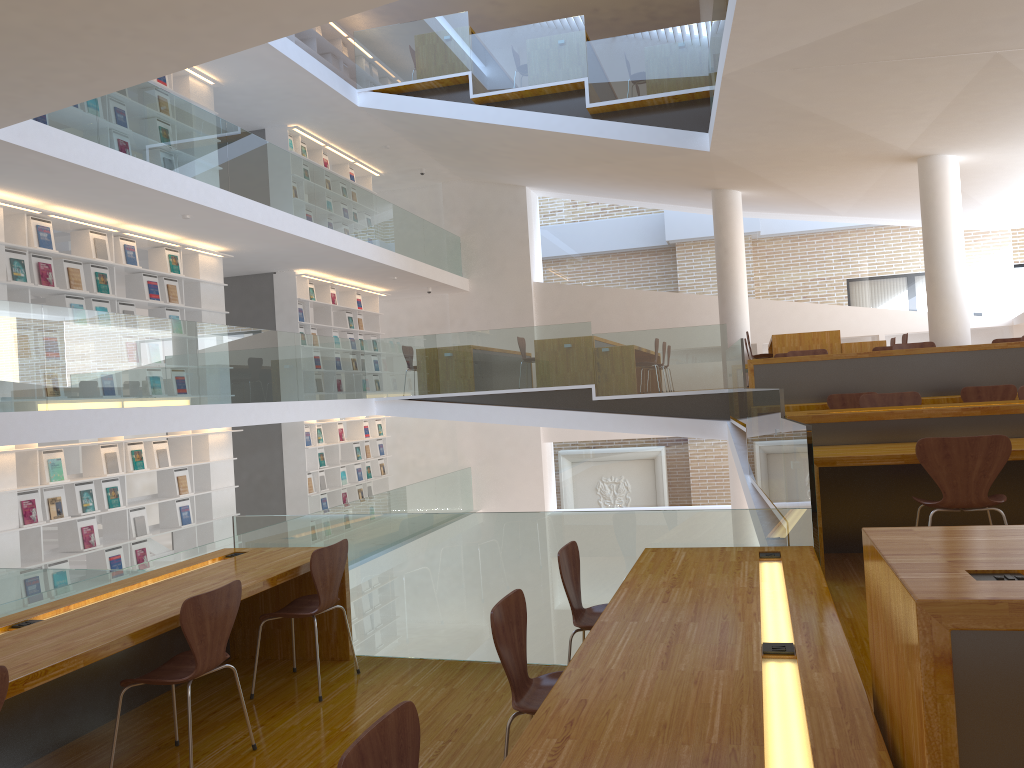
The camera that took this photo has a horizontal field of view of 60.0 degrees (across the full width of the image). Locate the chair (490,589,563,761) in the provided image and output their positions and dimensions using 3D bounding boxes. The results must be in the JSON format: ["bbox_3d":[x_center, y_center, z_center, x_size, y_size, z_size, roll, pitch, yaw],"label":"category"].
[{"bbox_3d":[0.166,1.040,2.857,0.381,0.693,0.428,-4,-1,15],"label":"chair"}]

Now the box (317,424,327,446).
[{"bbox_3d":[-2.861,0.739,12.781,0.274,0.296,0.245,-4,-1,15],"label":"box"}]

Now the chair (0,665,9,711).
[{"bbox_3d":[-1.614,1.138,2.354,0.381,0.693,0.428,-4,-1,15],"label":"chair"}]

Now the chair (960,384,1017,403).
[{"bbox_3d":[3.693,0.357,6.909,0.428,0.693,0.381,-4,-1,15],"label":"chair"}]

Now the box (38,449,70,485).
[{"bbox_3d":[-4.135,0.735,7.879,0.274,0.296,0.245,-4,-1,15],"label":"box"}]

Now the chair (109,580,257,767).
[{"bbox_3d":[-1.282,1.135,3.423,0.381,0.693,0.428,-4,-1,15],"label":"chair"}]

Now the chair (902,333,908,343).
[{"bbox_3d":[4.659,-0.260,10.871,0.381,0.693,0.428,-4,-1,15],"label":"chair"}]

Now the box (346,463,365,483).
[{"bbox_3d":[-2.496,1.394,13.965,0.274,0.296,0.245,-4,-1,15],"label":"box"}]

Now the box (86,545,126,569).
[{"bbox_3d":[-3.893,1.720,8.537,0.274,0.296,0.245,-4,-1,15],"label":"box"}]

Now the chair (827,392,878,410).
[{"bbox_3d":[2.757,0.417,7.164,0.428,0.693,0.381,-4,-1,15],"label":"chair"}]

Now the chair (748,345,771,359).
[{"bbox_3d":[3.359,-0.311,11.867,0.381,0.693,0.428,-4,-1,15],"label":"chair"}]

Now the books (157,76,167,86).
[{"bbox_3d":[-3.808,-3.319,9.629,0.037,0.210,0.145,-4,-1,15],"label":"books"}]

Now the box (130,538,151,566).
[{"bbox_3d":[-3.794,1.719,8.899,0.274,0.296,0.245,-4,-1,15],"label":"box"}]

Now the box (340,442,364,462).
[{"bbox_3d":[-2.515,1.066,13.970,0.274,0.296,0.245,-4,-1,15],"label":"box"}]

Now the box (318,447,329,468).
[{"bbox_3d":[-2.835,1.061,12.799,0.274,0.296,0.245,-4,-1,15],"label":"box"}]

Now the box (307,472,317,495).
[{"bbox_3d":[-2.921,1.394,12.409,0.274,0.296,0.245,-4,-1,15],"label":"box"}]

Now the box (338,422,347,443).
[{"bbox_3d":[-2.680,0.737,13.434,0.274,0.296,0.245,-4,-1,15],"label":"box"}]

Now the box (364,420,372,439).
[{"bbox_3d":[-2.439,0.738,14.324,0.274,0.296,0.245,-4,-1,15],"label":"box"}]

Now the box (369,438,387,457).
[{"bbox_3d":[-2.282,1.065,14.826,0.274,0.296,0.245,-4,-1,15],"label":"box"}]

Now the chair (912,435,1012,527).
[{"bbox_3d":[2.070,0.577,4.104,0.428,0.693,0.381,-4,-1,15],"label":"chair"}]

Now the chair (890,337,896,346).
[{"bbox_3d":[4.915,-0.260,11.808,0.381,0.693,0.428,-4,-1,15],"label":"chair"}]

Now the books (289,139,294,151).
[{"bbox_3d":[-3.111,-3.335,12.427,0.037,0.210,0.145,-4,-1,15],"label":"books"}]

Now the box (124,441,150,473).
[{"bbox_3d":[-3.850,0.735,8.924,0.274,0.296,0.245,-4,-1,15],"label":"box"}]

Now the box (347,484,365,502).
[{"bbox_3d":[-2.473,1.722,13.972,0.274,0.296,0.245,-4,-1,15],"label":"box"}]

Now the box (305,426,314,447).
[{"bbox_3d":[-2.959,0.741,12.421,0.274,0.296,0.245,-4,-1,15],"label":"box"}]

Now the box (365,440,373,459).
[{"bbox_3d":[-2.420,1.065,14.319,0.274,0.296,0.245,-4,-1,15],"label":"box"}]

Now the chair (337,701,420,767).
[{"bbox_3d":[-0.092,1.038,1.768,0.381,0.693,0.428,-4,-1,15],"label":"chair"}]

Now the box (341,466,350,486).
[{"bbox_3d":[-2.638,1.394,13.446,0.274,0.296,0.245,-4,-1,15],"label":"box"}]

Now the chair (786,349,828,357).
[{"bbox_3d":[2.886,0.009,8.582,0.428,0.693,0.381,-4,-1,15],"label":"chair"}]

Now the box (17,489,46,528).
[{"bbox_3d":[-4.196,1.062,7.580,0.274,0.296,0.245,-4,-1,15],"label":"box"}]

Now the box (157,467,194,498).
[{"bbox_3d":[-3.644,1.063,9.601,0.274,0.296,0.245,-4,-1,15],"label":"box"}]

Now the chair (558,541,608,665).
[{"bbox_3d":[0.422,1.040,3.794,0.381,0.693,0.428,-4,-1,15],"label":"chair"}]

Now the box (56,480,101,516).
[{"bbox_3d":[-4.022,1.056,8.219,0.274,0.296,0.245,-4,-1,15],"label":"box"}]

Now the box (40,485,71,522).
[{"bbox_3d":[-4.128,1.064,7.877,0.274,0.296,0.245,-4,-1,15],"label":"box"}]

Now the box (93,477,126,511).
[{"bbox_3d":[-3.930,1.063,8.552,0.274,0.296,0.245,-4,-1,15],"label":"box"}]

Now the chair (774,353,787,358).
[{"bbox_3d":[3.012,0.016,9.466,0.428,0.693,0.381,-4,-1,15],"label":"chair"}]

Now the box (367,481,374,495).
[{"bbox_3d":[-2.378,1.722,14.318,0.274,0.296,0.245,-4,-1,15],"label":"box"}]

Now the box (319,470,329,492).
[{"bbox_3d":[-2.822,1.394,12.772,0.274,0.296,0.245,-4,-1,15],"label":"box"}]

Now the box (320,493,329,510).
[{"bbox_3d":[-2.792,1.722,12.804,0.274,0.296,0.245,-4,-1,15],"label":"box"}]

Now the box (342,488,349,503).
[{"bbox_3d":[-2.622,1.722,13.427,0.274,0.296,0.245,-4,-1,15],"label":"box"}]

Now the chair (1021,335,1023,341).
[{"bbox_3d":[4.876,-0.119,7.999,0.428,0.693,0.381,-4,-1,15],"label":"chair"}]

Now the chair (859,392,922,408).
[{"bbox_3d":[2.532,0.405,5.835,0.428,0.693,0.381,-4,-1,15],"label":"chair"}]

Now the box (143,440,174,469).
[{"bbox_3d":[-4.545,2.476,5.949,0.498,3.764,7.125,-4,-1,15],"label":"box"}]

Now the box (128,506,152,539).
[{"bbox_3d":[-3.815,1.391,8.899,0.274,0.296,0.245,-4,-1,15],"label":"box"}]

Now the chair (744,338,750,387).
[{"bbox_3d":[3.500,-0.308,12.537,0.381,0.693,0.428,-4,-1,15],"label":"chair"}]

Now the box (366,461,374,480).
[{"bbox_3d":[-2.403,1.394,14.304,0.274,0.296,0.245,-4,-1,15],"label":"box"}]

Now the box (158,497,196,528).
[{"bbox_3d":[-3.624,1.391,9.597,0.274,0.296,0.245,-4,-1,15],"label":"box"}]

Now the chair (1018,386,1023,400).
[{"bbox_3d":[3.467,0.346,5.580,0.428,0.693,0.381,-4,-1,15],"label":"chair"}]

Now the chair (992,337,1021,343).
[{"bbox_3d":[5.035,-0.113,8.953,0.428,0.693,0.381,-4,-1,15],"label":"chair"}]

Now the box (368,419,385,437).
[{"bbox_3d":[-2.301,0.738,14.831,0.274,0.296,0.245,-4,-1,15],"label":"box"}]

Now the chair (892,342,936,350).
[{"bbox_3d":[3.821,-0.051,8.327,0.428,0.693,0.381,-4,-1,15],"label":"chair"}]

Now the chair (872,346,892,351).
[{"bbox_3d":[3.948,-0.044,9.211,0.428,0.693,0.381,-4,-1,15],"label":"chair"}]

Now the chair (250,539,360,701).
[{"bbox_3d":[-1.026,1.135,4.360,0.381,0.693,0.428,-4,-1,15],"label":"chair"}]

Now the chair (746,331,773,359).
[{"bbox_3d":[3.103,-0.311,10.930,0.381,0.693,0.428,-4,-1,15],"label":"chair"}]

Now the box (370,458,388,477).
[{"bbox_3d":[-2.259,1.393,14.833,0.274,0.296,0.245,-4,-1,15],"label":"box"}]

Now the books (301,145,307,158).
[{"bbox_3d":[-3.005,-3.331,12.814,0.037,0.210,0.145,-4,-1,15],"label":"books"}]

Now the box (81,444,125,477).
[{"bbox_3d":[-3.948,0.735,8.564,0.274,0.296,0.245,-4,-1,15],"label":"box"}]
